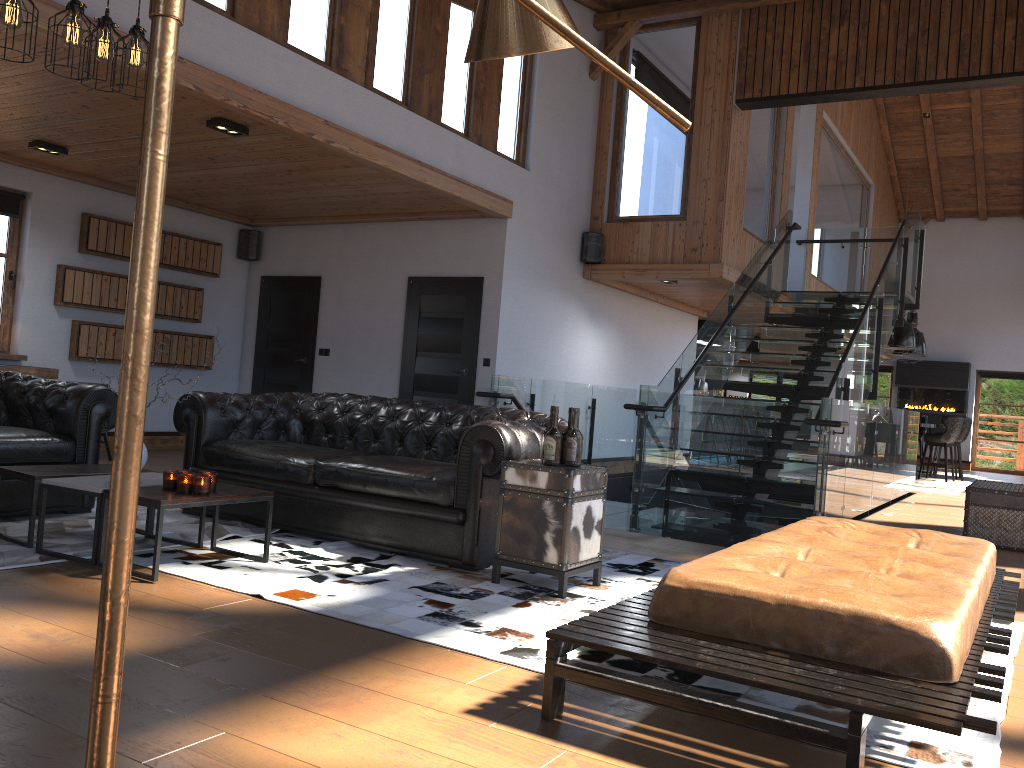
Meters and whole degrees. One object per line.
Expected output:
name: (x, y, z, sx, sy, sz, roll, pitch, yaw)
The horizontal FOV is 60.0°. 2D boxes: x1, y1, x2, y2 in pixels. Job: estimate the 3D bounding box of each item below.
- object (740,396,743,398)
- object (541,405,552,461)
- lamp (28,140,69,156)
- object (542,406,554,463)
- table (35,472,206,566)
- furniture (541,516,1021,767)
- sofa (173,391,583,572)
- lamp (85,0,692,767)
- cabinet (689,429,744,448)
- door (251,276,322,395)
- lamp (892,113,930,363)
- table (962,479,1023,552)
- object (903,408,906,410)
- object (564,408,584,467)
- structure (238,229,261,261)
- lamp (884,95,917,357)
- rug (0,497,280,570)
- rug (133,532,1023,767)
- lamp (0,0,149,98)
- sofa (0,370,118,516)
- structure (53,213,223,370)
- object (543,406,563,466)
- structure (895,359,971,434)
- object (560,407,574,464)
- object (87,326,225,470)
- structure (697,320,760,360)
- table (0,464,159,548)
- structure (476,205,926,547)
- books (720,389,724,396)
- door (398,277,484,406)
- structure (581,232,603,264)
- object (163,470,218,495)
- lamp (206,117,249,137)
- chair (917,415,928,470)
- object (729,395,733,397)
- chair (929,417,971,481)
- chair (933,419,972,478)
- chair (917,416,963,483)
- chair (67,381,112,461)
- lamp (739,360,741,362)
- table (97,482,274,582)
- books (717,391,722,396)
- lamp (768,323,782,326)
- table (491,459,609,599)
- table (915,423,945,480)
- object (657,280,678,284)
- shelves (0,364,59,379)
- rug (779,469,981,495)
object: (4.739, 0.299, 18.304, 0.079, 0.081, 0.079, 5, -1, -14)
object: (0.201, 0.252, 4.502, 0.087, 0.286, 0.087, 4, -1, 8)
lamp: (-3.875, -1.977, 7.412, 0.154, 0.068, 0.264, 4, -1, 31)
object: (0.199, 0.251, 4.403, 0.087, 0.286, 0.088, 4, -1, 9)
table: (-1.913, 0.650, 4.396, 0.396, 0.350, 0.656, 4, -1, 26)
furniture: (1.312, 0.864, 3.503, 1.163, 0.437, 2.787, 4, 0, 31)
sofa: (-0.831, 0.506, 5.597, 2.540, 0.838, 1.251, 4, -1, 30)
lamp: (-0.370, -0.015, 0.830, 1.337, 1.899, 0.521, 5, -1, -38)
cabinet: (3.796, 0.808, 16.635, 0.880, 1.104, 4.848, 4, -1, 31)
door: (-2.616, -0.213, 10.172, 0.932, 2.056, 0.145, 4, -1, 30)
lamp: (7.565, -2.725, 16.522, 0.625, 4.686, 0.618, 5, -1, -14)
table: (4.264, 1.110, 7.544, 0.677, 0.470, 1.267, 4, -1, 31)
object: (6.874, 0.544, 15.414, 0.221, 0.253, 0.115, 5, -1, -7)
object: (0.309, 0.260, 4.357, 0.087, 0.286, 0.088, 3, -2, 43)
structure: (-3.080, -1.628, 10.410, 0.211, 0.349, 0.216, 4, -1, 31)
lamp: (6.738, -2.800, 15.144, 0.625, 4.686, 0.618, 5, -1, -14)
rug: (-2.938, 0.729, 4.935, 2.407, 0.053, 4.084, 4, 0, 32)
rug: (0.297, 0.981, 4.321, 3.769, 0.053, 2.456, 4, 0, 31)
lamp: (-1.762, -2.392, 3.827, 0.259, 2.202, 0.809, 4, -1, 22)
sofa: (-3.582, 0.282, 4.716, 1.227, 0.838, 2.591, 4, -1, 30)
structure: (-3.949, -0.929, 9.344, 0.317, 1.445, 1.871, 4, -1, 31)
object: (0.203, 0.251, 4.304, 0.087, 0.286, 0.088, 4, -2, 41)
structure: (9.102, 0.332, 19.256, 1.430, 1.650, 0.437, 4, -1, 30)
object: (0.287, 0.259, 4.447, 0.088, 0.286, 0.087, 5, -1, -19)
object: (-1.820, 0.077, 4.410, 0.401, 0.808, 0.627, 4, -1, 42)
structure: (3.818, -0.801, 16.514, 0.704, 0.476, 3.282, 4, -1, 31)
table: (-2.283, 0.622, 4.655, 0.396, 0.350, 0.657, 4, -1, 36)
structure: (5.518, 1.069, 9.864, 9.118, 6.400, 11.135, 4, -1, 31)
books: (6.349, 0.287, 27.034, 0.210, 0.261, 0.212, 4, -1, 31)
door: (-0.759, -0.073, 9.079, 0.932, 2.056, 0.145, 4, -1, 30)
structure: (0.917, -1.556, 10.162, 0.211, 0.349, 0.216, 4, -1, 31)
object: (-1.520, 0.464, 4.187, 0.248, 0.081, 0.300, 5, 0, -21)
lamp: (-2.027, -1.838, 6.324, 0.154, 0.068, 0.264, 4, -1, 31)
chair: (7.749, 1.129, 17.188, 0.499, 1.092, 0.574, 4, -1, 30)
object: (4.359, 0.264, 17.670, 0.079, 0.081, 0.079, 5, -1, -14)
chair: (7.482, 1.094, 15.108, 0.565, 1.092, 0.507, 4, -1, 15)
chair: (7.940, 1.136, 15.966, 0.562, 1.092, 0.509, 4, -1, 30)
chair: (7.001, 1.061, 14.431, 0.562, 1.092, 0.510, 4, -1, 40)
chair: (-3.949, 0.350, 8.200, 0.389, 0.721, 0.397, 4, -1, 31)
lamp: (6.734, -0.710, 26.459, 0.154, 0.068, 0.264, 4, -1, 31)
table: (-1.528, 0.680, 4.198, 0.396, 0.350, 0.656, 4, -1, 31)
books: (6.191, 0.302, 26.820, 0.258, 0.197, 0.299, 4, -1, 33)
lamp: (4.256, -0.983, 14.329, 0.154, 0.068, 0.264, 4, -1, 31)
table: (0.194, 0.696, 4.381, 0.401, 0.609, 0.421, 4, -1, 31)
table: (6.710, 1.126, 15.413, 1.415, 0.950, 3.834, 4, -1, 31)
object: (1.794, -1.205, 10.226, 0.154, 0.068, 0.264, 4, -1, 31)
shelves: (-6.141, -0.340, 5.444, 0.606, 0.989, 6.709, 4, -1, 32)
rug: (6.455, 1.561, 15.154, 2.526, 0.047, 5.687, 4, 0, 31)
